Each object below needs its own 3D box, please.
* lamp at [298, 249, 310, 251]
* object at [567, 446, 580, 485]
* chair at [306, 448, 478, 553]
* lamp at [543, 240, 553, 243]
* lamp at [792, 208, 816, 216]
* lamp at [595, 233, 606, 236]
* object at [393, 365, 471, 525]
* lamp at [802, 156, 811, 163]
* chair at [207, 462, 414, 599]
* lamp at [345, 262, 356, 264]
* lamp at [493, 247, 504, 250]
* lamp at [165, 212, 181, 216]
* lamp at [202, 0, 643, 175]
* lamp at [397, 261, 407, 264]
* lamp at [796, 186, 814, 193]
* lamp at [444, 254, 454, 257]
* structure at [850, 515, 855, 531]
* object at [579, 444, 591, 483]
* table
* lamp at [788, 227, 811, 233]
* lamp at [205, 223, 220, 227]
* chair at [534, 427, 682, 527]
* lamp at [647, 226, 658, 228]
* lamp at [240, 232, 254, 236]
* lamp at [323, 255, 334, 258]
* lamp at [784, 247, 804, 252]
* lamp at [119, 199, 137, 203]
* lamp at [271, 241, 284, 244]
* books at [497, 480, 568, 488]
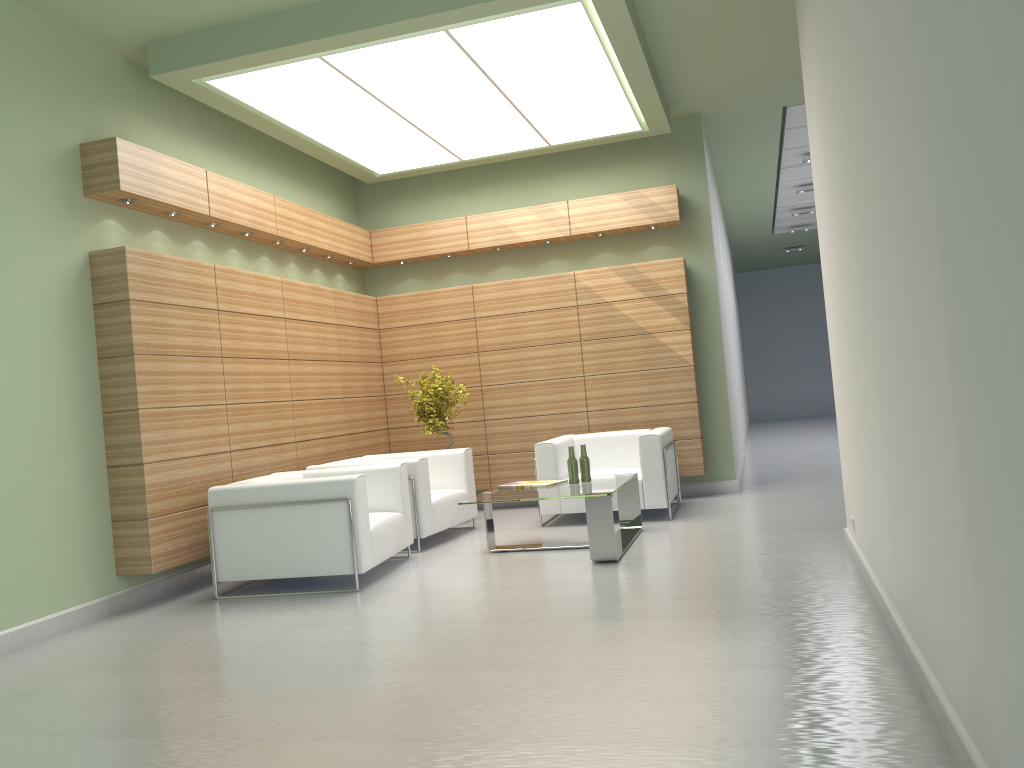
[{"bbox_3d":[-3.249,-2.119,13.860,0.181,0.074,0.181,-5,-1,-1],"label":"lamp"},{"bbox_3d":[0.754,1.007,11.027,0.131,0.475,0.131,-5,-1,-20],"label":"object"},{"bbox_3d":[-1.652,1.651,12.737,1.769,1.234,1.894,-6,-1,21],"label":"chair"},{"bbox_3d":[0.616,-2.457,15.164,0.181,0.074,0.181,-5,-1,10],"label":"lamp"},{"bbox_3d":[8.065,-4.781,24.484,0.657,0.159,0.286,-6,-1,16],"label":"lamp"},{"bbox_3d":[1.482,-2.541,14.922,0.181,0.074,0.181,-5,-1,-24],"label":"lamp"},{"bbox_3d":[-1.236,0.961,14.311,1.201,2.565,1.116,-5,-1,-16],"label":"object"},{"bbox_3d":[6.370,-4.725,18.394,0.657,0.159,0.286,-6,-1,16],"label":"lamp"},{"bbox_3d":[-2.291,1.673,10.502,1.802,1.234,1.894,-5,-1,11],"label":"chair"},{"bbox_3d":[-2.812,-2.134,15.429,0.181,0.074,0.181,-5,-1,-1],"label":"lamp"},{"bbox_3d":[-0.238,-2.374,15.403,0.181,0.074,0.181,-5,-1,-24],"label":"lamp"},{"bbox_3d":[-4.114,-2.090,10.751,0.181,0.074,0.181,-5,-1,-1],"label":"lamp"},{"bbox_3d":[-0.796,-3.967,12.296,4.571,0.325,5.060,-6,-1,16],"label":"lamp"},{"bbox_3d":[-1.972,-2.204,15.887,0.181,0.074,0.181,-5,-1,10],"label":"lamp"},{"bbox_3d":[7.224,-4.753,21.465,0.657,0.159,0.286,-6,-1,16],"label":"lamp"},{"bbox_3d":[-1.111,-2.288,15.646,0.181,0.074,0.181,-5,-1,10],"label":"lamp"},{"bbox_3d":[3.336,1.360,8.686,0.017,0.118,0.262,-6,-1,16],"label":"structure"},{"bbox_3d":[0.910,0.994,11.109,0.131,0.475,0.131,-5,-1,-20],"label":"object"},{"bbox_3d":[0.556,1.637,10.953,1.783,0.742,2.197,-6,-1,16],"label":"table"},{"bbox_3d":[8.882,-4.808,27.420,0.657,0.159,0.286,-6,-1,16],"label":"lamp"},{"bbox_3d":[-3.897,-2.098,11.534,0.181,0.074,0.181,-5,-1,-1],"label":"lamp"},{"bbox_3d":[1.472,1.371,13.361,1.894,1.234,1.802,-6,-1,16],"label":"chair"},{"bbox_3d":[2.331,-2.624,14.685,0.181,0.074,0.181,-5,-1,10],"label":"lamp"},{"bbox_3d":[-3.681,-2.105,12.307,0.181,0.074,0.181,-5,-1,-13],"label":"lamp"},{"bbox_3d":[-3.029,-2.127,14.651,0.181,0.074,0.181,-5,-1,-13],"label":"lamp"},{"bbox_3d":[10.078,-4.848,31.720,0.657,0.159,0.286,-6,-1,16],"label":"lamp"},{"bbox_3d":[-4.328,-2.083,9.984,0.181,0.074,0.181,-5,-1,-13],"label":"lamp"},{"bbox_3d":[-3.463,-2.112,13.091,0.181,0.074,0.181,-5,-1,-1],"label":"lamp"},{"bbox_3d":[0.262,1.285,11.397,0.762,0.025,0.508,-6,-1,36],"label":"books"}]
